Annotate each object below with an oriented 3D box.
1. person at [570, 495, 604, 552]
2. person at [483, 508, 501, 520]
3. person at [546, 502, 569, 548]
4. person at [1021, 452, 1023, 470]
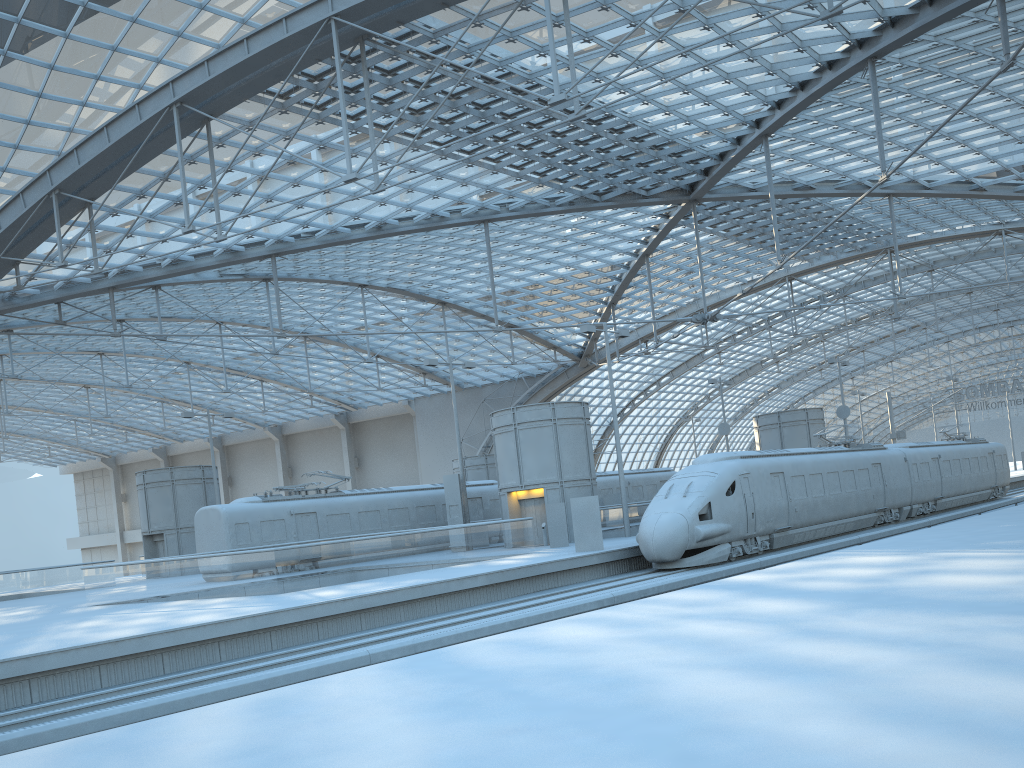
[{"bbox_3d":[2.302,4.281,26.752,0.879,1.704,0.001,-7,-1,16],"label":"person"},{"bbox_3d":[-0.855,6.571,40.288,0.830,1.731,0.001,-7,-1,16],"label":"person"},{"bbox_3d":[1.623,5.044,31.239,0.714,1.611,0.001,-7,-1,21],"label":"person"},{"bbox_3d":[49.492,7.370,84.572,0.908,1.797,0.001,-8,-1,36],"label":"person"}]
